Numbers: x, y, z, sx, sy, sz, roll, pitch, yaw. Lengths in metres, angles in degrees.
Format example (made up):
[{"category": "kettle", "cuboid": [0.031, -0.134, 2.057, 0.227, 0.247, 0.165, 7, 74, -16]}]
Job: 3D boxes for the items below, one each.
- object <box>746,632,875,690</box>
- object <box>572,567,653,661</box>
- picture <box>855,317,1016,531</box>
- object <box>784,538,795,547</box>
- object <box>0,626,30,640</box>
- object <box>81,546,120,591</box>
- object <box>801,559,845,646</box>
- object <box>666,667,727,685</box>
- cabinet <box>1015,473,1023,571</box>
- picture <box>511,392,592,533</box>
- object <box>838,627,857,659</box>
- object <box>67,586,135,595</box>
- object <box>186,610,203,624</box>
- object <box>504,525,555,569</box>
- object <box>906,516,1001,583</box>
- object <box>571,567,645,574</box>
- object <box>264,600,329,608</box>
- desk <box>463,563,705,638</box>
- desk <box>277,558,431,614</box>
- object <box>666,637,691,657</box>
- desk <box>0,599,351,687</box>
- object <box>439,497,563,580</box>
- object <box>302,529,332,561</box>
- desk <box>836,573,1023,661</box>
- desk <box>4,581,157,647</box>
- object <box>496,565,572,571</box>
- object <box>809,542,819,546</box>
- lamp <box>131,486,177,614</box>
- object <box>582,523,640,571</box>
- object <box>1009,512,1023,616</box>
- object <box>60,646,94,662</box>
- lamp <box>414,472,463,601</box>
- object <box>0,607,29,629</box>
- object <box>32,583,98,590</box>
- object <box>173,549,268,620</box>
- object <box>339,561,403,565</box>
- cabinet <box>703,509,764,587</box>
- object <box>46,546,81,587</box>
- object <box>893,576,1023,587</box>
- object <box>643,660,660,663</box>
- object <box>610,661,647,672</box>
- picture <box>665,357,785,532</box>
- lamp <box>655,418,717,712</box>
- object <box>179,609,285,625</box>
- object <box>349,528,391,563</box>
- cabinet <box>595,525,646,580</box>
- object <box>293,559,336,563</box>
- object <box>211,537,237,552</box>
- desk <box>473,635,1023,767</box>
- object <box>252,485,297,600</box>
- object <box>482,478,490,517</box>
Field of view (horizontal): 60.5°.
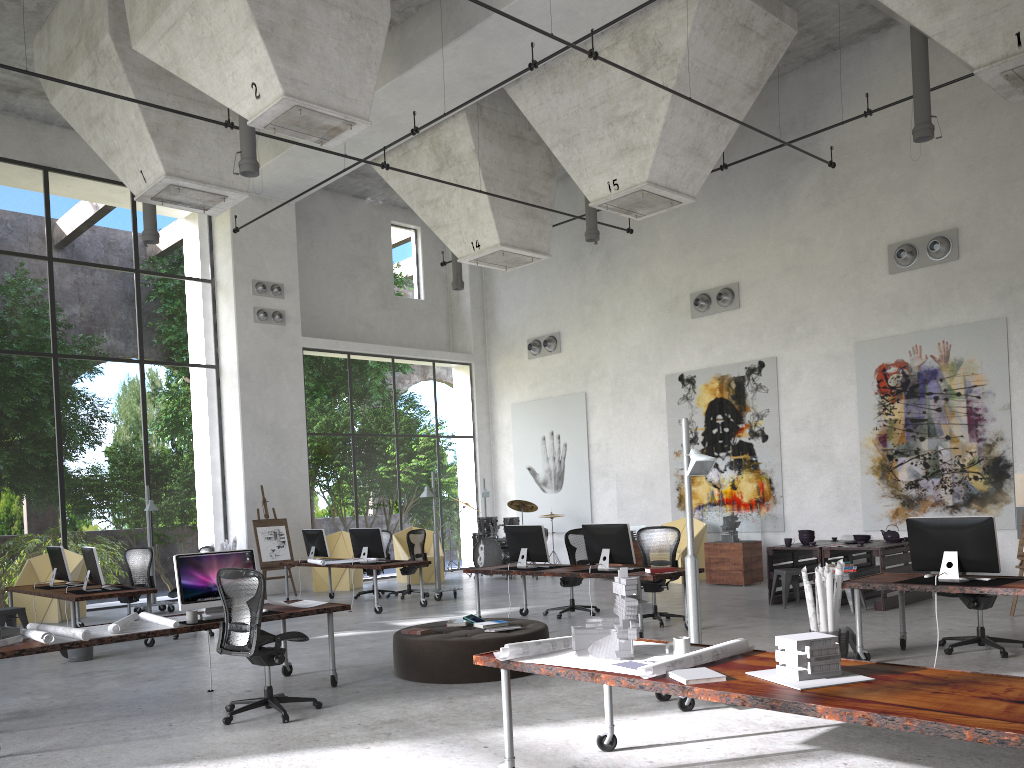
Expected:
[{"category": "object", "cuboid": [1.346, 1.243, 4.001, 0.388, 0.181, 0.420, -1, -7, -18]}, {"category": "object", "cuboid": [0.531, 1.251, 4.763, 0.360, 0.520, 0.496, -3, -3, -8]}, {"category": "picture", "cuboid": [6.335, 0.707, 13.286, 0.020, 3.015, 2.231, -3, -2, -43]}, {"category": "object", "cuboid": [3.764, 2.150, 11.925, 0.130, 0.109, 0.101, -6, -5, 38]}, {"category": "object", "cuboid": [-4.024, 1.802, 6.604, 0.436, 0.304, 0.737, -6, -7, 36]}, {"category": "object", "cuboid": [-5.209, 2.322, 11.084, 0.376, 0.551, 0.720, -1, -5, -37]}, {"category": "object", "cuboid": [2.813, 2.041, 7.883, 0.319, 0.936, 0.343, -3, -1, -25]}, {"category": "object", "cuboid": [0.858, 1.362, 4.100, 0.200, 0.023, 0.237, -1, -8, -12]}, {"category": "cabinet", "cuboid": [8.124, 1.823, 10.820, 0.510, 1.628, 3.338, -2, -5, -43]}, {"category": "picture", "cuboid": [0.852, 1.842, 19.775, 0.020, 3.015, 2.351, -3, -2, -43]}, {"category": "object", "cuboid": [3.005, 2.368, 8.082, 0.397, 0.298, 0.296, -3, -4, 0]}, {"category": "object", "cuboid": [-5.191, 2.605, 11.086, 0.687, 0.008, 0.856, 3, -9, -36]}, {"category": "object", "cuboid": [-2.599, 1.904, 7.186, 0.122, 0.100, 0.088, -2, -3, -14]}, {"category": "object", "cuboid": [0.243, 2.083, 11.293, 0.376, 0.552, 0.719, -1, -5, -42]}, {"category": "object", "cuboid": [3.793, 1.404, 7.506, 0.376, 0.552, 0.719, -1, -5, -42]}, {"category": "object", "cuboid": [1.196, 2.187, 10.297, 0.687, 0.008, 0.855, 4, -10, -41]}, {"category": "object", "cuboid": [-1.987, 1.985, 8.006, 0.470, 0.085, 0.439, 3, -10, -40]}, {"category": "desk", "cuboid": [0.777, 2.625, 10.759, 0.973, 0.722, 3.152, 2, -8, -43]}, {"category": "desk", "cuboid": [-2.637, 3.283, 14.437, 0.973, 0.722, 3.152, 2, -8, -43]}, {"category": "object", "cuboid": [0.882, 1.393, 4.643, 0.122, 0.100, 0.088, -2, -3, -15]}, {"category": "desk", "cuboid": [-2.912, 2.336, 7.246, 3.129, 0.722, 0.980, 4, -8, -43]}, {"category": "object", "cuboid": [-0.119, 3.231, 18.780, 2.985, 1.740, 1.883, -6, -5, 31]}, {"category": "object", "cuboid": [-3.301, 2.762, 15.074, 0.376, 0.552, 0.719, -1, -5, -42]}, {"category": "desk", "cuboid": [4.313, 1.950, 7.004, 0.963, 0.722, 3.154, 2, -8, -43]}, {"category": "desk", "cuboid": [-5.749, 3.056, 11.594, 0.963, 0.722, 3.154, 2, -8, -43]}, {"category": "object", "cuboid": [0.260, 2.366, 11.295, 0.687, 0.008, 0.855, 4, -10, -41]}, {"category": "object", "cuboid": [4.041, 2.143, 11.774, 0.117, 0.056, 0.138, -7, -8, 32]}, {"category": "lamp", "cuboid": [-6.066, 2.778, 14.734, 0.577, 2.150, 0.598, -3, 0, -43]}, {"category": "object", "cuboid": [1.179, 1.904, 10.295, 0.376, 0.552, 0.719, -1, -5, -42]}, {"category": "object", "cuboid": [6.032, 1.513, 9.750, 0.683, 2.142, 0.704, -3, 0, -21]}, {"category": "object", "cuboid": [-5.010, 3.036, 10.145, 0.400, 0.298, 0.295, -7, -5, 40]}, {"category": "lamp", "cuboid": [-1.282, 2.544, 14.756, 0.594, 2.150, 0.581, -3, 0, -43]}, {"category": "object", "cuboid": [-6.464, 3.136, 11.210, 0.458, 0.531, 0.475, -5, -4, 32]}, {"category": "object", "cuboid": [-6.143, 2.788, 12.104, 0.687, 0.008, 0.855, 4, -10, -41]}, {"category": "object", "cuboid": [-2.499, 1.720, 7.567, 0.714, 0.552, 0.379, 1, -4, -42]}, {"category": "object", "cuboid": [-2.221, 2.842, 13.944, 0.854, 0.008, 0.688, -9, -10, 38]}, {"category": "cabinet", "cuboid": [3.728, 2.756, 14.821, 0.593, 1.254, 0.747, -2, -2, -43]}, {"category": "object", "cuboid": [-6.160, 2.505, 12.102, 0.376, 0.552, 0.719, -1, -5, -42]}, {"category": "object", "cuboid": [3.810, 1.687, 7.508, 0.687, 0.008, 0.855, 4, -10, -41]}, {"category": "object", "cuboid": [0.731, 1.428, 4.512, 0.127, 0.010, 0.011, -8, -6, 32]}, {"category": "object", "cuboid": [0.611, 1.424, 4.434, 0.133, 0.008, 0.205, 2, -9, -31]}, {"category": "picture", "cuboid": [3.815, 1.189, 15.975, 0.020, 3.015, 2.369, -3, -2, -43]}, {"category": "lamp", "cuboid": [1.348, 1.329, 6.598, 0.578, 2.150, 0.598, -3, 0, -18]}, {"category": "object", "cuboid": [-2.485, 2.003, 7.566, 0.848, 0.008, 0.693, 4, -10, -41]}, {"category": "object", "cuboid": [-2.238, 2.559, 13.941, 0.718, 0.552, 0.377, -6, -4, 38]}, {"category": "cabinet", "cuboid": [2.055, 3.224, 16.821, 0.742, 1.012, 0.739, 0, -3, -43]}, {"category": "object", "cuboid": [-3.284, 3.045, 15.076, 0.687, 0.008, 0.855, 4, -10, -41]}, {"category": "object", "cuboid": [-5.366, 3.470, 16.475, 0.442, 1.208, 0.411, -3, -1, 25]}, {"category": "desk", "cuboid": [1.202, 1.723, 4.161, 0.973, 0.722, 3.152, 2, -8, -43]}, {"category": "object", "cuboid": [-4.554, 2.961, 16.563, 0.692, 2.142, 0.687, -2, -1, -42]}, {"category": "object", "cuboid": [-0.599, 3.248, 20.243, 0.579, 2.150, 0.597, -3, 0, -8]}]
